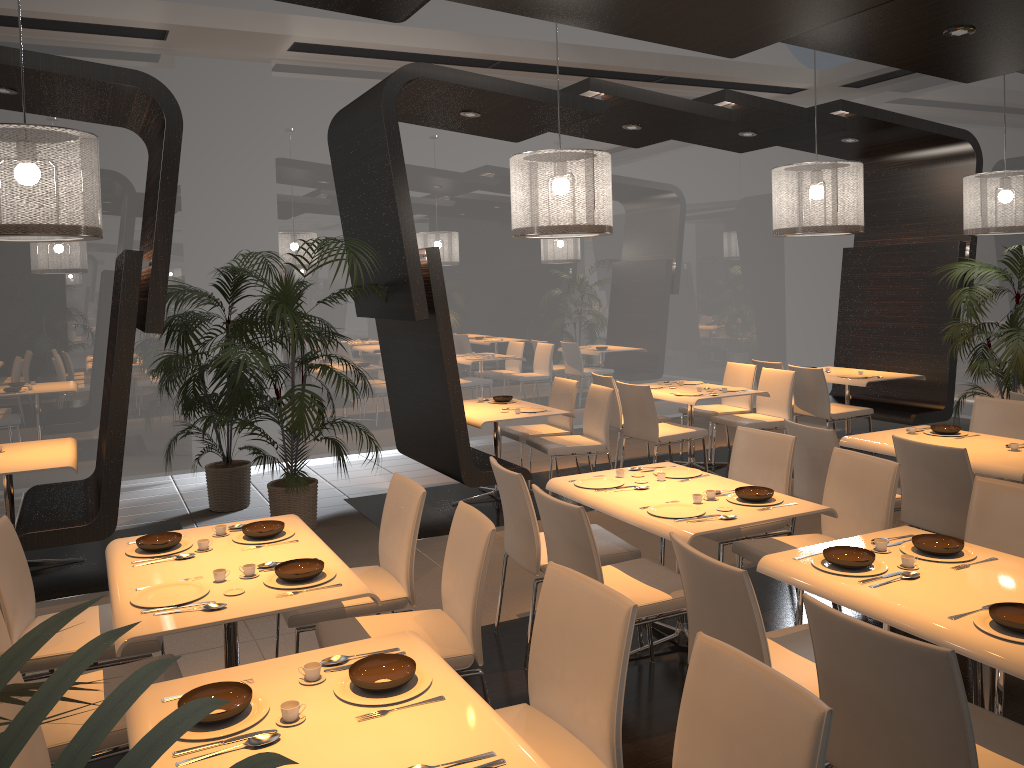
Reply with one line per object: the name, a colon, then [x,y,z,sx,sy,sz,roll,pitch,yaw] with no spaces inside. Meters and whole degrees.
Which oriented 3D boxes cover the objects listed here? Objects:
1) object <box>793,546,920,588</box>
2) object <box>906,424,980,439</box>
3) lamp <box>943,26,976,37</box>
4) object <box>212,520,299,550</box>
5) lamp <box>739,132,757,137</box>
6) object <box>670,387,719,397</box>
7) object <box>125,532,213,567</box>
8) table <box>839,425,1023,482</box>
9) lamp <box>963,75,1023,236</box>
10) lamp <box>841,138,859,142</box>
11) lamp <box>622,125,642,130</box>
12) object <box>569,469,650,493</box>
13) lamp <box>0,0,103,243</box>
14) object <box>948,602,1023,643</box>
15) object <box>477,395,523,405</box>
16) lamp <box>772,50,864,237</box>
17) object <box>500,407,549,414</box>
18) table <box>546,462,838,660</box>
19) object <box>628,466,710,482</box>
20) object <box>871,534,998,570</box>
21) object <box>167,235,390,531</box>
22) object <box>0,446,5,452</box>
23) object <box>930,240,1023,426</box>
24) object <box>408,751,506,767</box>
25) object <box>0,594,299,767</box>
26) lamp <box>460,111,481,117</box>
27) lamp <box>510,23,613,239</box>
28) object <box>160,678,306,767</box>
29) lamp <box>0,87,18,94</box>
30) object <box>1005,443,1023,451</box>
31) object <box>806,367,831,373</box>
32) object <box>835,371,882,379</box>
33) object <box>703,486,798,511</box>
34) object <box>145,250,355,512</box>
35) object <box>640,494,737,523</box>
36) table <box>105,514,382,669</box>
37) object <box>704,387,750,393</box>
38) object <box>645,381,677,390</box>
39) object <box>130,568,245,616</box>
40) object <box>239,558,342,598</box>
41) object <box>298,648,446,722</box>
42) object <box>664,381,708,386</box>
object: [1.175,0.592,2.972,0.304,0.044,0.366,-5,7,-27]
object: [2.569,0.278,5.325,0.304,0.044,0.366,-5,7,-27]
lamp: [2.470,-1.959,4.881,0.161,0.050,0.162,-4,7,-20]
object: [-1.036,0.591,3.562,0.304,0.044,0.366,-5,7,-27]
lamp: [2.141,-2.285,8.035,0.161,0.055,0.162,-5,7,-31]
object: [1.550,0.069,7.426,0.335,0.038,0.378,-6,8,-32]
object: [-1.327,0.617,3.413,0.304,0.044,0.366,-5,7,-27]
table: [2.697,0.691,5.040,1.055,0.723,1.151,-4,6,-26]
lamp: [4.078,-2.209,7.315,0.626,1.924,0.629,-1,3,6]
lamp: [3.286,-2.385,8.595,0.161,0.055,0.162,-5,7,-31]
lamp: [1.015,-2.187,7.484,0.161,0.055,0.162,-5,7,-31]
object: [0.486,0.467,4.268,0.335,0.038,0.378,-6,8,-32]
lamp: [-2.325,-1.652,4.182,0.627,1.924,0.629,0,3,36]
object: [1.437,0.649,2.410,0.304,0.044,0.366,-5,7,-27]
object: [-0.113,0.128,7.329,0.304,0.044,0.366,-5,7,-27]
lamp: [2.196,-2.045,6.394,0.626,1.924,0.629,-2,3,2]
object: [0.084,0.188,6.788,0.336,0.038,0.378,-7,8,-37]
table: [0.788,0.858,4.101,0.802,0.723,1.151,-4,6,-26]
object: [0.770,0.435,4.464,0.336,0.038,0.378,-7,8,-37]
object: [1.450,0.569,3.100,0.304,0.044,0.366,-5,7,-27]
object: [-1.534,0.023,6.150,1.565,2.053,1.508,-4,4,-32]
object: [-3.437,0.420,5.679,0.304,0.044,0.366,-6,8,-32]
object: [4.374,-0.323,7.591,1.505,2.053,1.567,-3,4,-13]
object: [-0.088,0.782,1.660,0.304,0.044,0.366,-5,7,-27]
object: [-0.581,0.698,0.060,1.566,2.053,1.507,-5,5,-40]
lamp: [-0.322,-2.098,6.829,0.160,0.054,0.161,-4,7,-20]
lamp: [0.284,-1.879,5.459,0.626,1.924,0.629,-2,3,2]
object: [-0.654,0.754,2.055,0.304,0.044,0.366,-5,7,-27]
lamp: [-3.141,-1.826,5.450,0.161,0.055,0.162,-5,7,-31]
object: [2.854,0.336,4.742,0.304,0.044,0.366,-5,7,-27]
object: [3.005,-0.142,8.846,0.304,0.044,0.366,-5,7,-27]
object: [3.272,-0.083,8.289,0.335,0.038,0.378,-6,8,-32]
object: [1.028,0.490,3.898,0.304,0.044,0.366,-5,7,-27]
object: [-2.209,-0.058,7.026,1.561,2.053,1.511,0,4,26]
object: [0.756,0.522,3.717,0.335,0.038,0.378,-6,8,-32]
table: [-1.025,1.013,3.234,0.802,0.723,1.151,-4,6,-26]
object: [1.844,0.034,7.651,0.336,0.038,0.378,-7,8,-37]
object: [1.308,0.012,7.985,0.335,0.038,0.378,-6,8,-32]
object: [-1.053,0.675,2.873,0.335,0.038,0.378,-6,8,-32]
object: [-0.765,0.644,3.036,0.304,0.044,0.366,-5,7,-27]
object: [-0.360,0.727,2.210,0.304,0.044,0.366,-5,7,-27]
object: [1.586,-0.023,8.210,0.336,0.038,0.378,-7,8,-37]
